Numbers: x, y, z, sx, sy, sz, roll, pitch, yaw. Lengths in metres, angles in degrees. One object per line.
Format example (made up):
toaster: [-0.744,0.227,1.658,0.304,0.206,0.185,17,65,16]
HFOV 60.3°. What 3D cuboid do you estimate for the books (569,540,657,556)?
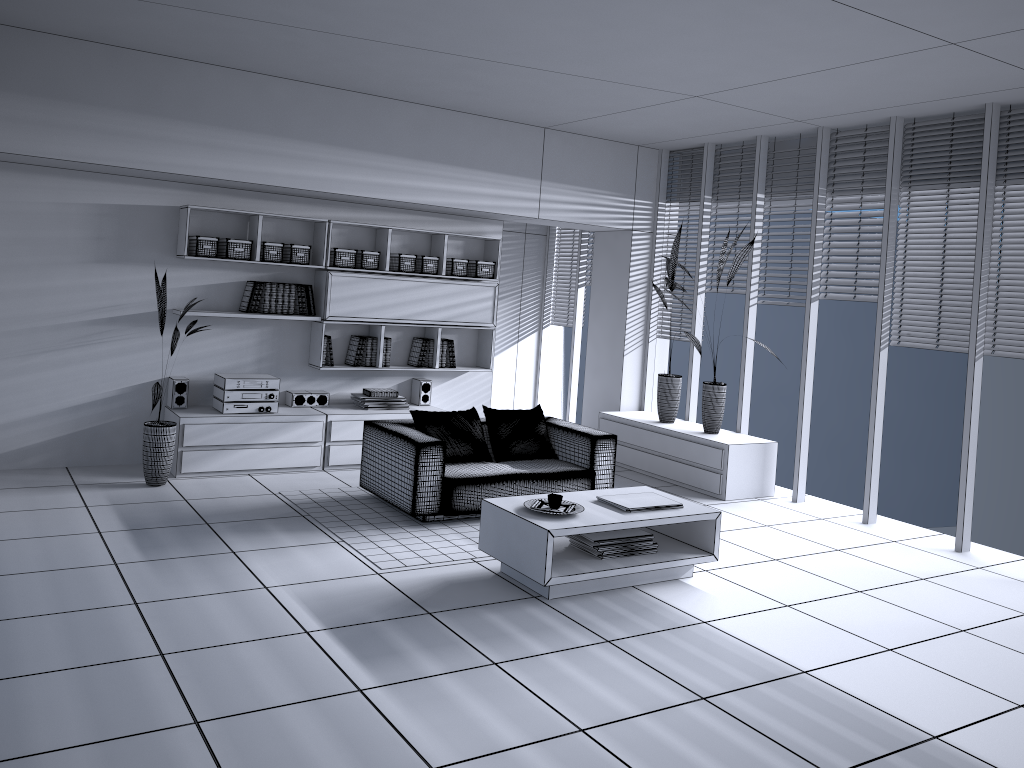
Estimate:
books: [0.561,0.903,4.954,0.414,0.008,0.287,0,7,-31]

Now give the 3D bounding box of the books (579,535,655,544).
books: [0.558,0.836,4.938,0.414,0.008,0.287,0,7,-31]

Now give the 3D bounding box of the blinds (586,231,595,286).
blinds: [1.061,-1.752,9.672,0.039,1.374,0.640,4,1,-33]

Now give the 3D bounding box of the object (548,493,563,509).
object: [0.226,0.634,4.741,0.096,0.069,0.084,7,5,39]

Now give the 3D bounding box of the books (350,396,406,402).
books: [-1.174,0.132,7.677,0.414,0.008,0.287,0,7,-31]

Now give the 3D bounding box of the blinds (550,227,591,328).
blinds: [0.702,-1.609,10.214,0.039,1.900,0.639,4,0,-33]

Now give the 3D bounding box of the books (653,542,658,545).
books: [0.564,0.875,4.952,0.414,0.008,0.287,0,7,-31]

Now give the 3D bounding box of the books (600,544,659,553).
books: [0.583,0.886,4.955,0.414,0.008,0.287,0,7,-31]

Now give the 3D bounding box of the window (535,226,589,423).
window: [0.588,-1.018,10.168,0.100,3.123,0.691,4,0,-33]

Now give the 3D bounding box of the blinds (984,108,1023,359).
blinds: [3.487,-0.994,5.754,0.047,1.687,0.718,4,1,-33]

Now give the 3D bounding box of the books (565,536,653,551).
books: [0.548,0.873,4.936,0.414,0.008,0.287,0,7,-31]

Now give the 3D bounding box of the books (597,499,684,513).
books: [0.741,0.682,5.047,0.414,0.008,0.287,0,7,-31]

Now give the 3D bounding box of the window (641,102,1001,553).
window: [2.869,-0.459,6.500,0.100,3.115,5.543,4,4,-33]

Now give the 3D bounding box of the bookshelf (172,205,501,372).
bookshelf: [-1.403,-0.760,7.592,2.811,1.250,0.329,1,2,-32]

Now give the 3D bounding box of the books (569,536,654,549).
books: [0.554,0.864,4.940,0.414,0.008,0.287,0,7,-31]

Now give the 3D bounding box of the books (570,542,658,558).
books: [0.579,0.914,4.958,0.414,0.008,0.287,0,7,-31]

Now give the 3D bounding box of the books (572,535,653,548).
books: [0.536,0.853,4.936,0.414,0.008,0.287,0,7,-31]

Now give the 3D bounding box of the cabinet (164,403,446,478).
cabinet: [-1.645,0.437,7.318,2.264,0.449,0.578,0,5,-32]

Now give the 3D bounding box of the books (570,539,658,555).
books: [0.576,0.894,4.952,0.414,0.008,0.287,0,7,-31]

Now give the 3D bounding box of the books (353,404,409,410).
books: [-1.137,0.202,7.695,0.414,0.008,0.287,0,7,-31]

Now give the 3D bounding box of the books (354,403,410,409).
books: [-1.131,0.193,7.698,0.414,0.008,0.287,0,7,-31]

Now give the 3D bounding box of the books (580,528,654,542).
books: [0.540,0.825,4.934,0.414,0.008,0.287,0,7,-31]

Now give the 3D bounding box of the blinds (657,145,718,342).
blinds: [1.690,-1.361,8.588,0.057,1.879,0.639,4,0,-33]

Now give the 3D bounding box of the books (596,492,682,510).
books: [0.732,0.667,5.041,0.414,0.008,0.287,0,7,-31]

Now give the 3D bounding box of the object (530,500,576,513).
object: [0.222,0.663,4.743,0.217,0.012,0.215,6,6,14]

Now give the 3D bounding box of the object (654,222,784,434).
object: [1.614,-0.513,7.510,0.690,1.861,1.560,4,2,-38]

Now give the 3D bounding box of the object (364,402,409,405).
object: [-1.145,0.154,7.693,0.414,0.008,0.287,0,7,-31]

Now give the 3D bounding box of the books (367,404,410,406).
books: [-1.127,0.165,7.696,0.414,0.008,0.287,0,7,-31]

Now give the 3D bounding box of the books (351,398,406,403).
books: [-1.155,0.143,7.680,0.414,0.008,0.287,0,7,-31]

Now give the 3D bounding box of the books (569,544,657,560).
books: [0.573,0.923,4.954,0.414,0.008,0.287,0,7,-31]

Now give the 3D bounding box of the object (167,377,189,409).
object: [-2.621,0.070,6.918,0.119,0.231,0.178,3,2,-33]

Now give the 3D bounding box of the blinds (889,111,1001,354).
blinds: [3.109,-1.085,6.353,0.047,1.687,0.718,4,1,-33]

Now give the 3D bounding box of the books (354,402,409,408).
books: [-1.149,0.182,7.695,0.414,0.008,0.287,0,7,-31]

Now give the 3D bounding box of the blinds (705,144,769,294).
blinds: [2.050,-1.504,8.046,0.051,1.363,0.640,4,1,-33]

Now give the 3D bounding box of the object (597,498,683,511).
object: [0.726,0.674,5.049,0.414,0.008,0.287,0,7,-31]

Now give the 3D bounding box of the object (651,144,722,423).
object: [1.648,-1.139,8.131,0.494,2.982,1.431,4,1,-4]

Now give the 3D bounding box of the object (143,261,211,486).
object: [-2.470,-0.094,6.357,0.250,1.582,1.179,4,2,-1]

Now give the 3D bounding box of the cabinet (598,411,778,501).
cabinet: [1.497,0.599,7.866,0.595,0.448,1.688,2,6,-32]

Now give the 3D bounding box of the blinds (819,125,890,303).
blinds: [2.739,-1.338,6.958,0.039,1.374,0.640,4,1,-33]

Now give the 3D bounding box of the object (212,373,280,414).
object: [-2.104,0.073,6.983,0.429,0.269,0.349,1,5,-32]

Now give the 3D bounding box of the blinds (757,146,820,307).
blinds: [2.387,-1.340,7.502,0.057,1.354,0.640,4,1,-33]

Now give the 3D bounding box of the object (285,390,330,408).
object: [-1.735,0.126,7.482,0.328,0.119,0.178,1,5,-32]

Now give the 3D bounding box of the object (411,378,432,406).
object: [-0.827,0.073,8.056,0.119,0.231,0.178,3,2,-33]

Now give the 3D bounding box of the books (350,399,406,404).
books: [-1.162,0.152,7.677,0.414,0.008,0.287,0,7,-31]

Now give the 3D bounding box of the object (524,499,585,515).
object: [0.225,0.670,4.744,0.329,0.024,0.331,4,6,-3]

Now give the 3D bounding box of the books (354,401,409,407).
books: [-1.133,0.173,7.693,0.414,0.008,0.287,0,7,-31]
